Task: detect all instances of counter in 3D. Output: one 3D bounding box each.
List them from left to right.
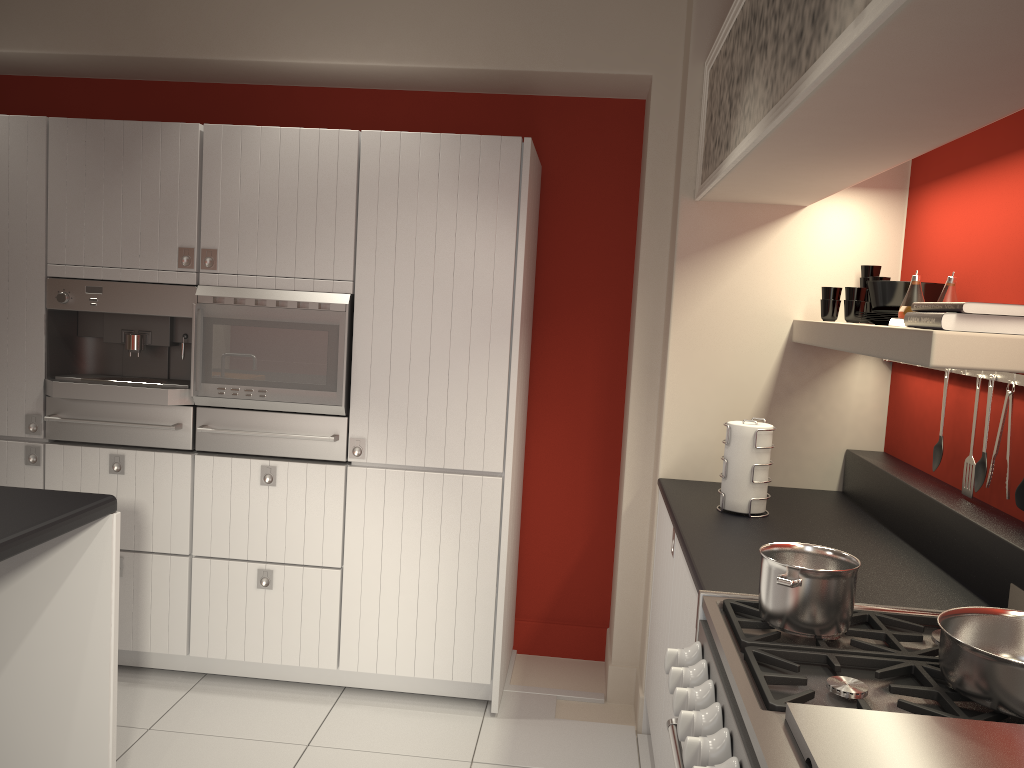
[{"bbox_3d":[-1.941,0.391,1.635,1.415,0.050,2.055,4,5,5],"label":"counter"},{"bbox_3d":[0.847,0.457,2.708,0.699,0.026,1.361,4,5,5],"label":"counter"}]

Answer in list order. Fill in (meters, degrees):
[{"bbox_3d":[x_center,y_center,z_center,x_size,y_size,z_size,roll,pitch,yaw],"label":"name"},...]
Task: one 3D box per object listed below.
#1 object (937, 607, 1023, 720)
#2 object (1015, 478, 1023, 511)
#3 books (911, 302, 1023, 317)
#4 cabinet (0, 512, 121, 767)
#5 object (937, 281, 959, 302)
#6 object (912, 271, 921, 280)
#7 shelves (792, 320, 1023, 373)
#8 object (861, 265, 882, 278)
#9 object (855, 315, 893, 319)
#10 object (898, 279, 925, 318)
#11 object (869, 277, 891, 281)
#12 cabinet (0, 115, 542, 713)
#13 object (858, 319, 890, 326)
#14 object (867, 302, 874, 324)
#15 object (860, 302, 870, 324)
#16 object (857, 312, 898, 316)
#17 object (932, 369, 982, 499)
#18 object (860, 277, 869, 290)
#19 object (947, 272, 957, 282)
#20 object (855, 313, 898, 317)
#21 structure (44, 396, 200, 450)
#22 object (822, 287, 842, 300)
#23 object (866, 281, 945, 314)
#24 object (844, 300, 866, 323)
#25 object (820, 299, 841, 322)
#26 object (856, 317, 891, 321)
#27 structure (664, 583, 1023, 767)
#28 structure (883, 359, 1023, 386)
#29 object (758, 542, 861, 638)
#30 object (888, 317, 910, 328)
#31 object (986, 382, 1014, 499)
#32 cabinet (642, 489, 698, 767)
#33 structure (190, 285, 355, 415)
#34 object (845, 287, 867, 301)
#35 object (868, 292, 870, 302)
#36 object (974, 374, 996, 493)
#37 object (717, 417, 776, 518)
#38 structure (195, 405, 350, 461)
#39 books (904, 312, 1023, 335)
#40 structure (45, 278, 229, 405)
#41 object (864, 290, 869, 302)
[{"bbox_3d":[0.912,0.495,1.557,0.309,0.104,0.309,7,6,32],"label":"object"},{"bbox_3d":[1.279,0.163,2.159,0.040,0.330,0.123,4,5,5],"label":"object"},{"bbox_3d":[1.133,-0.181,2.151,0.207,0.026,0.332,4,5,5],"label":"books"},{"bbox_3d":[-1.971,0.919,1.689,1.423,1.010,2.035,4,5,5],"label":"cabinet"},{"bbox_3d":[1.210,-0.220,2.457,0.076,0.134,0.077,2,5,-12],"label":"object"},{"bbox_3d":[1.140,-0.304,2.499,0.024,0.031,0.023,-2,7,-43],"label":"object"},{"bbox_3d":[1.179,-0.127,2.636,0.376,0.083,1.379,4,5,5],"label":"shelves"},{"bbox_3d":[1.293,-0.388,3.201,0.070,0.076,0.070,1,6,-24],"label":"object"},{"bbox_3d":[1.217,-0.198,2.761,0.280,0.016,0.280,4,5,4],"label":"object"},{"bbox_3d":[1.135,-0.229,2.505,0.076,0.131,0.076,-2,7,-43],"label":"object"},{"bbox_3d":[1.281,-0.335,3.094,0.070,0.076,0.070,1,6,-24],"label":"object"},{"bbox_3d":[-1.233,0.079,3.876,2.557,2.249,0.717,4,5,5],"label":"cabinet"},{"bbox_3d":[1.216,-0.187,2.762,0.280,0.016,0.280,4,5,4],"label":"object"},{"bbox_3d":[1.276,-0.247,3.102,0.070,0.076,0.070,1,6,-24],"label":"object"},{"bbox_3d":[1.286,-0.257,3.213,0.070,0.076,0.070,1,6,-24],"label":"object"},{"bbox_3d":[1.217,-0.208,2.760,0.280,0.016,0.280,4,5,4],"label":"object"},{"bbox_3d":[1.294,0.131,2.586,0.022,0.351,0.287,4,5,6],"label":"object"},{"bbox_3d":[1.291,-0.345,3.205,0.070,0.076,0.070,1,6,-24],"label":"object"},{"bbox_3d":[1.215,-0.294,2.449,0.023,0.032,0.026,2,5,-13],"label":"object"},{"bbox_3d":[1.217,-0.203,2.761,0.280,0.016,0.280,4,5,4],"label":"object"},{"bbox_3d":[-1.582,0.157,3.567,0.617,0.177,0.129,4,5,5],"label":"structure"},{"bbox_3d":[1.124,-0.302,3.125,0.070,0.076,0.070,1,6,-24],"label":"object"},{"bbox_3d":[1.220,-0.260,2.756,0.232,0.108,0.233,-2,7,-44],"label":"object"},{"bbox_3d":[1.161,-0.245,3.013,0.070,0.076,0.070,1,6,-24],"label":"object"},{"bbox_3d":[1.122,-0.259,3.129,0.070,0.076,0.070,1,6,-24],"label":"object"},{"bbox_3d":[1.216,-0.192,2.762,0.280,0.016,0.280,4,5,4],"label":"object"},{"bbox_3d":[0.658,1.023,1.434,0.778,1.084,1.323,4,5,5],"label":"structure"},{"bbox_3d":[1.334,-0.043,2.621,0.054,0.034,1.355,4,5,5],"label":"structure"},{"bbox_3d":[0.616,0.431,1.856,0.201,0.148,0.201,3,5,-3],"label":"object"},{"bbox_3d":[1.169,-0.168,2.486,0.183,0.027,0.160,7,6,33],"label":"object"},{"bbox_3d":[1.274,0.140,2.298,0.009,0.296,0.124,4,5,5],"label":"object"},{"bbox_3d":[0.820,0.964,2.756,0.687,0.993,1.362,4,5,5],"label":"cabinet"},{"bbox_3d":[-0.933,-0.140,3.565,0.610,0.472,0.333,4,5,5],"label":"structure"},{"bbox_3d":[1.164,-0.289,3.009,0.070,0.076,0.070,1,6,-24],"label":"object"},{"bbox_3d":[1.278,-0.291,3.098,0.070,0.076,0.070,1,6,-24],"label":"object"},{"bbox_3d":[1.280,0.135,2.397,0.022,0.323,0.067,4,5,3],"label":"object"},{"bbox_3d":[0.771,0.268,2.907,0.168,0.304,0.163,7,6,34],"label":"object"},{"bbox_3d":[-0.955,0.198,3.515,0.617,0.177,0.129,4,5,5],"label":"structure"},{"bbox_3d":[1.112,-0.150,2.172,0.207,0.042,0.331,4,6,10],"label":"books"},{"bbox_3d":[-1.549,-0.185,3.693,0.623,0.470,0.453,4,5,5],"label":"structure"},{"bbox_3d":[1.288,-0.301,3.209,0.070,0.076,0.070,1,6,-24],"label":"object"}]
